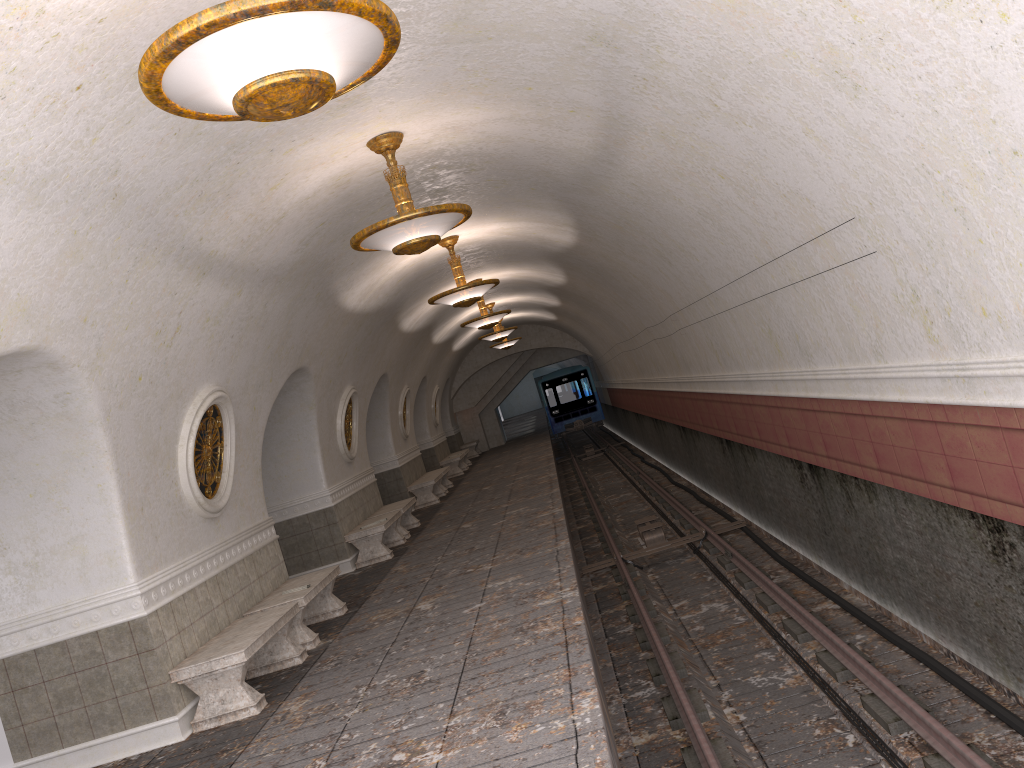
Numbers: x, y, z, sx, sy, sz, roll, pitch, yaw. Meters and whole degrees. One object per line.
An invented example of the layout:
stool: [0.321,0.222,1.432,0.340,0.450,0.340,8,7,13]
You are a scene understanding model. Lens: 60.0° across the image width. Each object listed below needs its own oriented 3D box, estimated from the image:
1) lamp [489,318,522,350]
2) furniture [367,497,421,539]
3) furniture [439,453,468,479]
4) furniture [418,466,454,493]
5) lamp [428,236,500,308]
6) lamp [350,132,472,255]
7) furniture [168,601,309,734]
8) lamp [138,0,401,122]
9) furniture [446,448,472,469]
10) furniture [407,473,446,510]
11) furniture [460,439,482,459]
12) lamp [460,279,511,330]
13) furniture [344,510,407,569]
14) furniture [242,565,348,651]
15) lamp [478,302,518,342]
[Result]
lamp: [-0.265,-1.480,26.429,1.008,0.955,1.008,-16,-1,-42]
furniture: [-1.975,2.343,15.135,0.613,0.508,1.509,-17,-1,2]
furniture: [-1.648,2.351,25.432,0.613,0.508,1.509,-17,-1,2]
furniture: [-1.784,2.348,21.153,0.613,0.508,1.509,-17,-1,2]
lamp: [-0.724,-1.491,11.948,1.008,0.955,1.008,-17,-1,-14]
lamp: [-0.878,-1.494,7.088,1.008,0.955,1.008,-17,-1,-14]
furniture: [-2.218,2.338,7.449,0.613,0.508,1.509,-17,-1,2]
lamp: [-0.994,-1.497,3.435,1.008,0.955,1.008,-16,-1,-42]
furniture: [-1.595,2.352,27.113,0.613,0.508,1.509,-17,-1,2]
furniture: [-1.837,2.346,19.472,0.613,0.508,1.509,-17,-1,2]
furniture: [-1.449,2.355,31.731,0.613,0.508,1.509,-17,-1,2]
lamp: [-0.571,-1.487,16.776,1.008,0.955,1.008,-17,-1,18]
furniture: [-2.028,2.342,13.455,0.613,0.508,1.509,-17,-1,2]
furniture: [-2.165,2.339,9.129,0.613,0.508,1.509,-17,-1,2]
lamp: [-0.418,-1.484,21.601,1.008,0.955,1.008,-17,-1,18]
